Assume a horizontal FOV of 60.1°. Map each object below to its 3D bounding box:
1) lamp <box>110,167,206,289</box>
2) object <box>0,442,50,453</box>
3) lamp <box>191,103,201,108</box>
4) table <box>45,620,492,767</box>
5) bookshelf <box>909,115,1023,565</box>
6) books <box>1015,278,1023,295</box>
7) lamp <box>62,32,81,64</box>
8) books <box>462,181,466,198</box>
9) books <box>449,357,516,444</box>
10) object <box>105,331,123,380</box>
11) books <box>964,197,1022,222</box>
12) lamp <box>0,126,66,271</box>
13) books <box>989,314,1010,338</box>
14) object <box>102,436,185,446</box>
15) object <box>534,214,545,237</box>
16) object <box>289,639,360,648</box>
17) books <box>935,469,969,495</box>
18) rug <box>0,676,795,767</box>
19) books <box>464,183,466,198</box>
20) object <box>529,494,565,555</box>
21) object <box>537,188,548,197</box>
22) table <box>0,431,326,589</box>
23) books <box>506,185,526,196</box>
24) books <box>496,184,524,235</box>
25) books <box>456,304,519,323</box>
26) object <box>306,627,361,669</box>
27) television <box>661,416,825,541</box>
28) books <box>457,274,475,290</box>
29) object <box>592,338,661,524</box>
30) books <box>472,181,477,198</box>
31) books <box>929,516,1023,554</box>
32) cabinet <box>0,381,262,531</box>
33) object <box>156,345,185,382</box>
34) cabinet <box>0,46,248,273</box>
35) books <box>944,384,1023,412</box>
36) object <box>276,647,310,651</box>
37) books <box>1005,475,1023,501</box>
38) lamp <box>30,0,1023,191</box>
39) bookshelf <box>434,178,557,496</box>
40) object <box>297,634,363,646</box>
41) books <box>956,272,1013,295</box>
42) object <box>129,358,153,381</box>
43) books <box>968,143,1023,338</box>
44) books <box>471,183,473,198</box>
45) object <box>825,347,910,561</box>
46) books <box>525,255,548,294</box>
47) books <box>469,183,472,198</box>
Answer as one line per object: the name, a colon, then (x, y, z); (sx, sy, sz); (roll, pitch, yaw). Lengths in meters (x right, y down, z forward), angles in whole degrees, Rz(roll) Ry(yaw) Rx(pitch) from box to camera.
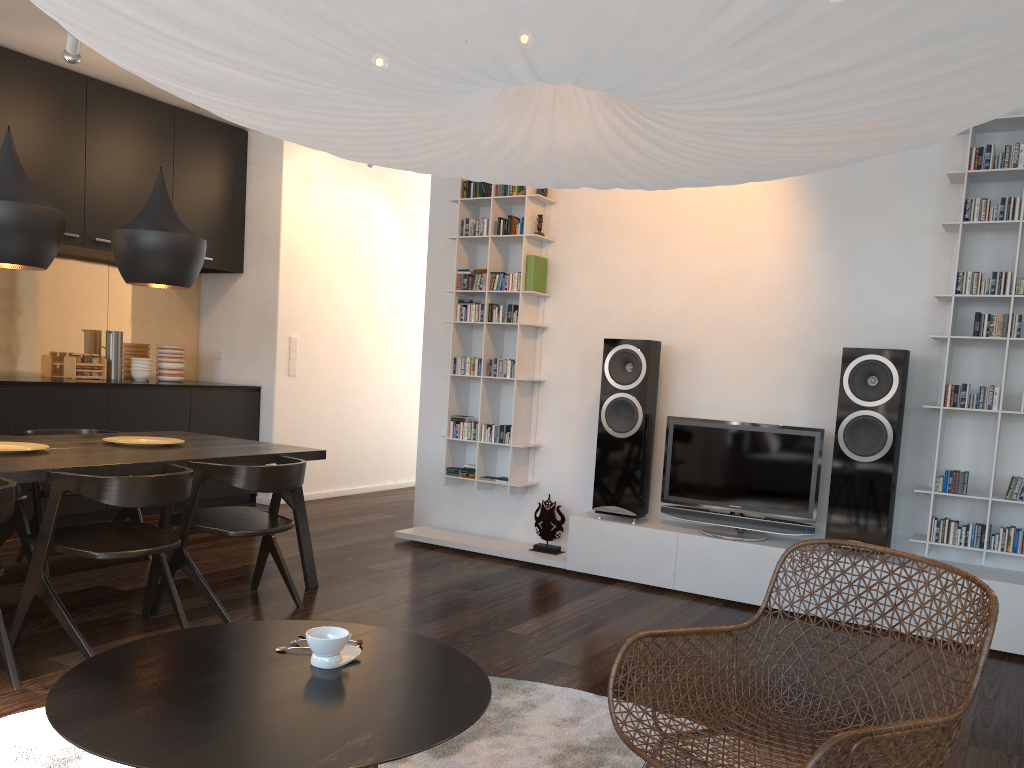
lamp: (-1.623, -0.724, 4.073); (0.411, 0.544, 0.408); (3, 4, -12)
object: (-2.057, 0.257, 3.551); (0.355, 0.017, 0.355); (4, 1, 12)
lamp: (-1.713, -1.696, 5.055); (0.250, 0.241, 0.084); (4, 5, 2)
table: (-0.478, 0.834, 1.807); (0.844, 0.475, 0.846); (5, 2, 33)
bookshelf: (2.894, -0.165, 3.679); (2.078, 2.086, 0.226); (5, 5, 30)
books: (2.325, -0.443, 3.943); (0.131, 0.105, 0.099); (5, 3, 29)
lamp: (-2.534, -0.939, 5.105); (0.089, 1.857, 1.824); (1, 4, -25)
books: (-0.281, -1.185, 5.434); (0.016, 0.108, 0.069); (7, 5, 31)
books: (-0.157, 0.097, 5.460); (0.468, 0.514, 0.122); (5, 5, 30)
object: (-2.797, -0.202, 6.245); (0.114, 0.342, 0.164); (7, 5, 34)
books: (2.557, -0.592, 3.797); (1.120, 0.433, 0.101); (4, 5, 30)
lamp: (-1.980, -0.737, 3.474); (0.410, 0.544, 0.409); (4, 4, 7)
books: (2.399, -0.248, 3.908); (0.502, 0.106, 0.089); (4, 3, 31)
object: (-1.715, 0.269, 4.124); (0.354, 0.017, 0.355); (4, 1, 34)
object: (0.167, -0.942, 5.260); (0.045, 0.141, 0.064); (5, 5, 22)
object: (-0.426, 0.589, 2.012); (0.163, 0.016, 0.025); (4, 2, 6)
books: (2.063, 0.456, 4.147); (0.131, 0.105, 0.099); (5, 3, 29)
rug: (-0.332, 1.075, 1.845); (2.834, 0.012, 2.828); (4, 1, 11)
books: (-0.270, -1.177, 5.424); (0.014, 0.093, 0.069); (7, 5, 31)
object: (0.220, 0.829, 5.284); (0.212, 0.352, 0.121); (6, 5, 31)
object: (0.181, -1.151, 5.244); (0.064, 0.101, 0.060); (4, 4, 7)
table: (-2.037, 0.608, 3.577); (1.103, 0.682, 2.498); (5, 2, 31)
books: (0.054, -1.161, 5.267); (0.160, 0.111, 0.101); (5, 3, 31)
books: (0.016, -1.050, 5.295); (0.228, 0.335, 0.107); (6, 5, 31)
books: (-0.121, -0.429, 5.415); (0.466, 0.113, 0.122); (4, 3, 31)
object: (-0.380, 0.567, 1.911); (0.091, 0.069, 0.139); (6, 3, 43)
television: (1.195, 0.499, 4.651); (0.345, 0.604, 0.785); (0, 4, -41)
books: (-0.276, -0.625, 5.479); (0.101, 0.105, 0.096); (5, 4, 31)
object: (0.661, 0.261, 4.942); (0.294, 1.008, 0.280); (6, 6, 31)
books: (-0.208, -1.184, 5.389); (0.028, 0.116, 0.074); (6, 5, 31)
books: (2.882, -0.109, 3.632); (1.946, 1.831, 0.114); (5, 5, 30)
cabinet: (-3.522, 0.400, 4.722); (0.730, 0.904, 5.058); (6, 2, 31)
object: (-2.529, -0.152, 6.549); (0.197, 0.266, 0.197); (4, 4, 5)
cabinet: (-2.699, -1.396, 5.935); (0.530, 1.055, 1.953); (6, 3, 31)
books: (2.859, 0.108, 3.657); (1.918, 0.115, 0.114); (4, 3, 31)
object: (-0.463, 0.590, 1.968); (0.124, 0.010, 0.026); (3, 1, -3)
books: (2.303, 0.473, 4.004); (0.118, 0.109, 0.089); (5, 4, 31)
lamp: (0.063, -0.442, 1.188); (1.471, 0.211, 1.463); (3, 1, -23)
bookshelf: (-0.106, -0.376, 5.451); (0.637, 2.087, 0.226); (6, 6, 30)
object: (-0.423, 0.589, 2.054); (0.167, 0.015, 0.015); (4, 3, 18)
books: (2.228, -0.450, 4.000); (0.382, 0.105, 0.101); (4, 3, 31)
object: (-2.669, -0.106, 6.367); (0.158, 0.161, 0.153); (2, 4, -31)
books: (2.825, -0.596, 3.640); (1.747, 0.863, 0.114); (5, 5, 30)
books: (-0.225, -1.174, 5.400); (0.014, 0.093, 0.069); (7, 5, 31)
object: (1.734, 0.337, 4.308); (0.294, 1.008, 0.280); (6, 6, 31)
books: (0.146, -0.652, 5.293); (0.049, 0.215, 0.165); (6, 5, 31)
books: (-0.238, -1.175, 5.406); (0.014, 0.093, 0.069); (7, 5, 31)
